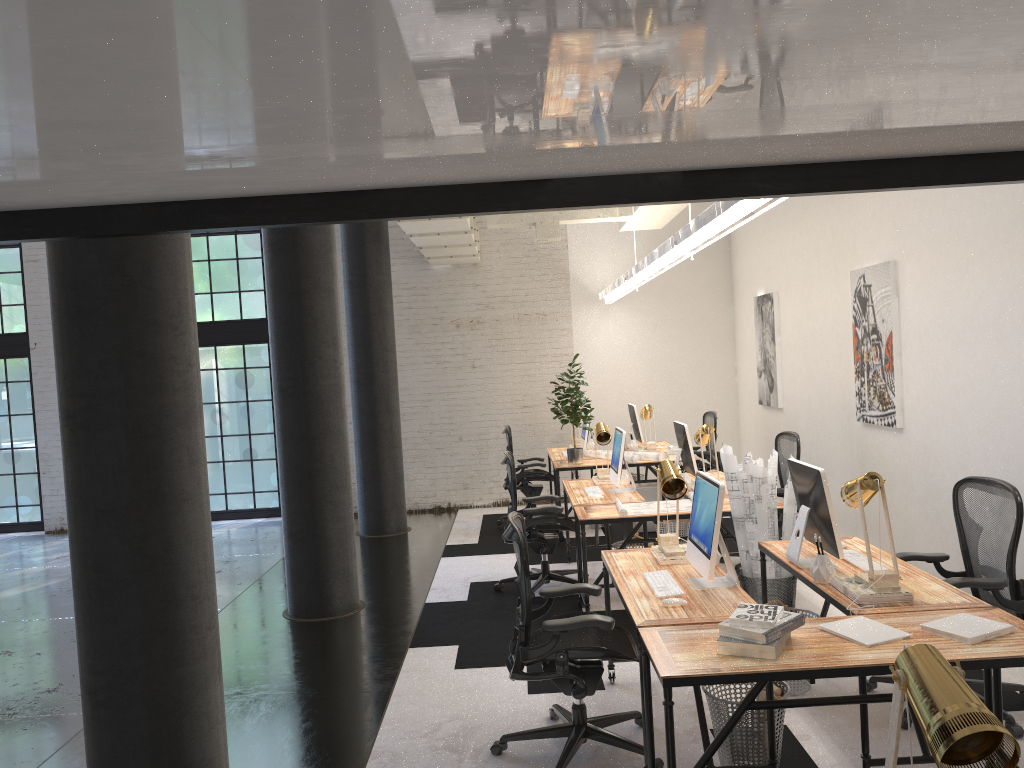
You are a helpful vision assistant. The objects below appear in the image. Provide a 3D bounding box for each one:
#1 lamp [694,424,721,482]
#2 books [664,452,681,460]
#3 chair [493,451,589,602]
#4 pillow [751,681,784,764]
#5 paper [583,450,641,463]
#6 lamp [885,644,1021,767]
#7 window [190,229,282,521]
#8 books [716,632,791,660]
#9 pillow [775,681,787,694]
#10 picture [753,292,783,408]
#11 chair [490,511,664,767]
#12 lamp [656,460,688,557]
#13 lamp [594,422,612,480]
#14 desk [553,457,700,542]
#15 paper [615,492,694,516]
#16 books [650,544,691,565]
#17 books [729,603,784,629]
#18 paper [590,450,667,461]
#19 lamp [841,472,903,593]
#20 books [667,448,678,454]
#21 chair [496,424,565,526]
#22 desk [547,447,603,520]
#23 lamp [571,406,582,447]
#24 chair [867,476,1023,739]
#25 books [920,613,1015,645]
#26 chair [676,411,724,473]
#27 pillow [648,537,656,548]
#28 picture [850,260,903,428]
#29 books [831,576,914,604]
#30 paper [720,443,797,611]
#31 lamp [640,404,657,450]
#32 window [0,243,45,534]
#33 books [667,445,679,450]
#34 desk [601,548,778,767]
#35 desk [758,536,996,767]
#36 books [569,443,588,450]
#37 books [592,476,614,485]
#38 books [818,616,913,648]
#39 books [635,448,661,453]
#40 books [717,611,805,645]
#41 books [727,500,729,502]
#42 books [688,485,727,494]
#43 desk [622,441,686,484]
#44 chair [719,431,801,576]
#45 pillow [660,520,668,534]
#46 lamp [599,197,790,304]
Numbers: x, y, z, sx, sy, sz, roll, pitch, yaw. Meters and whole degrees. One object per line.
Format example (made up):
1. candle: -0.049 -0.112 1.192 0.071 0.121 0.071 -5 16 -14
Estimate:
1. lamp: 1.456 0.529 6.618 0.127 0.470 0.344 -3 2 0
2. books: 1.606 0.697 8.660 0.200 0.050 0.271 -3 1 -3
3. chair: 0.226 1.052 6.920 0.792 1.086 0.770 -4 2 -16
4. pillow: 1.053 1.419 3.666 0.119 0.407 0.239 -3 2 1
5. paper: 0.943 0.713 8.866 0.083 0.082 1.134 -4 2 -25
6. lamp: 0.738 0.694 1.537 0.126 0.470 0.344 -3 2 0
7. window: -4.135 -0.791 11.164 2.491 5.182 0.137 -3 2 0
8. books: 0.855 0.896 3.125 0.200 0.050 0.271 -3 2 27
9. pillow: 1.342 1.379 4.592 0.119 0.407 0.239 -3 2 1
10. picture: 2.716 -0.355 9.415 0.049 1.184 0.731 -3 2 0
11. chair: 0.272 1.119 4.025 0.792 1.086 0.770 -4 2 -16
12. lamp: 0.799 0.620 4.472 0.126 0.470 0.344 -3 2 0
13. lamp: 0.755 0.553 7.367 0.127 0.470 0.344 -3 2 0
14. desk: 1.123 1.111 8.726 1.401 0.725 0.529 -3 2 0
15. paper: 1.006 0.818 6.062 0.626 0.061 0.567 -3 1 -2
16. books: 0.842 0.868 4.532 0.225 0.038 0.308 -3 1 0
17. books: 0.865 0.817 3.132 0.153 0.030 0.185 -3 2 28
18. paper: 1.110 0.703 8.865 0.083 0.082 1.134 -5 2 -35
19. lamp: 1.502 0.597 3.723 0.127 0.470 0.344 -3 2 0
20. books: 1.626 0.648 8.673 0.193 0.044 0.257 -3 1 17
21. chair: 0.200 0.967 9.600 0.792 1.086 0.770 -4 2 -16
22. desk: 0.694 1.113 9.702 0.529 0.725 1.400 -3 2 0
23. lamp: 0.727 0.468 10.047 0.126 0.470 0.344 -3 2 0
24. chair: 2.084 1.008 4.207 0.792 1.086 0.770 -4 2 -16
25. books: 1.610 0.865 3.140 0.235 0.024 0.200 -4 2 -27
26. chair: 2.012 0.855 9.781 0.792 1.086 0.770 -4 2 -16
27. pillow: 1.008 1.351 6.561 0.119 0.407 0.239 -3 2 1
28. picture: 2.717 -0.288 6.632 0.049 1.184 0.731 -3 2 0
29. books: 1.489 0.850 3.683 0.225 0.038 0.308 -3 1 0
30. paper: 1.553 0.948 5.489 0.412 1.199 0.440 -4 2 -22
31. lamp: 1.431 0.444 9.298 0.126 0.470 0.344 -3 2 0
32. window: -7.143 -0.614 11.170 2.491 5.182 0.137 -3 2 0
33. books: 1.609 0.618 8.673 0.153 0.030 0.185 -3 1 -2
34. desk: 0.765 1.265 4.127 0.529 0.725 1.400 -3 2 0
35. desk: 1.611 1.215 4.118 0.529 0.725 1.400 -3 2 0
36. books: 0.771 0.715 10.107 0.225 0.038 0.308 -3 1 0
37. books: 0.797 0.800 7.428 0.225 0.038 0.308 -3 1 0
38. books: 1.265 0.887 3.183 0.205 0.019 0.243 -4 2 -23
39. books: 1.418 0.698 9.258 0.225 0.038 0.308 -3 1 0
40. books: 0.879 0.848 3.125 0.257 0.044 0.193 -5 2 -42
41. books: 1.625 0.796 6.057 0.243 0.019 0.205 -2 2 37
42. books: 1.444 0.783 6.578 0.225 0.038 0.308 -3 1 0
43. desk: 1.539 1.063 9.693 0.529 0.725 1.400 -3 2 0
44. chair: 2.038 0.940 7.102 0.792 1.086 0.770 -4 2 -16
45. pillow: 1.297 1.312 7.487 0.119 0.407 0.239 -3 2 1
46. lamp: 1.062 -2.245 6.815 0.226 2.866 7.298 -3 1 0
